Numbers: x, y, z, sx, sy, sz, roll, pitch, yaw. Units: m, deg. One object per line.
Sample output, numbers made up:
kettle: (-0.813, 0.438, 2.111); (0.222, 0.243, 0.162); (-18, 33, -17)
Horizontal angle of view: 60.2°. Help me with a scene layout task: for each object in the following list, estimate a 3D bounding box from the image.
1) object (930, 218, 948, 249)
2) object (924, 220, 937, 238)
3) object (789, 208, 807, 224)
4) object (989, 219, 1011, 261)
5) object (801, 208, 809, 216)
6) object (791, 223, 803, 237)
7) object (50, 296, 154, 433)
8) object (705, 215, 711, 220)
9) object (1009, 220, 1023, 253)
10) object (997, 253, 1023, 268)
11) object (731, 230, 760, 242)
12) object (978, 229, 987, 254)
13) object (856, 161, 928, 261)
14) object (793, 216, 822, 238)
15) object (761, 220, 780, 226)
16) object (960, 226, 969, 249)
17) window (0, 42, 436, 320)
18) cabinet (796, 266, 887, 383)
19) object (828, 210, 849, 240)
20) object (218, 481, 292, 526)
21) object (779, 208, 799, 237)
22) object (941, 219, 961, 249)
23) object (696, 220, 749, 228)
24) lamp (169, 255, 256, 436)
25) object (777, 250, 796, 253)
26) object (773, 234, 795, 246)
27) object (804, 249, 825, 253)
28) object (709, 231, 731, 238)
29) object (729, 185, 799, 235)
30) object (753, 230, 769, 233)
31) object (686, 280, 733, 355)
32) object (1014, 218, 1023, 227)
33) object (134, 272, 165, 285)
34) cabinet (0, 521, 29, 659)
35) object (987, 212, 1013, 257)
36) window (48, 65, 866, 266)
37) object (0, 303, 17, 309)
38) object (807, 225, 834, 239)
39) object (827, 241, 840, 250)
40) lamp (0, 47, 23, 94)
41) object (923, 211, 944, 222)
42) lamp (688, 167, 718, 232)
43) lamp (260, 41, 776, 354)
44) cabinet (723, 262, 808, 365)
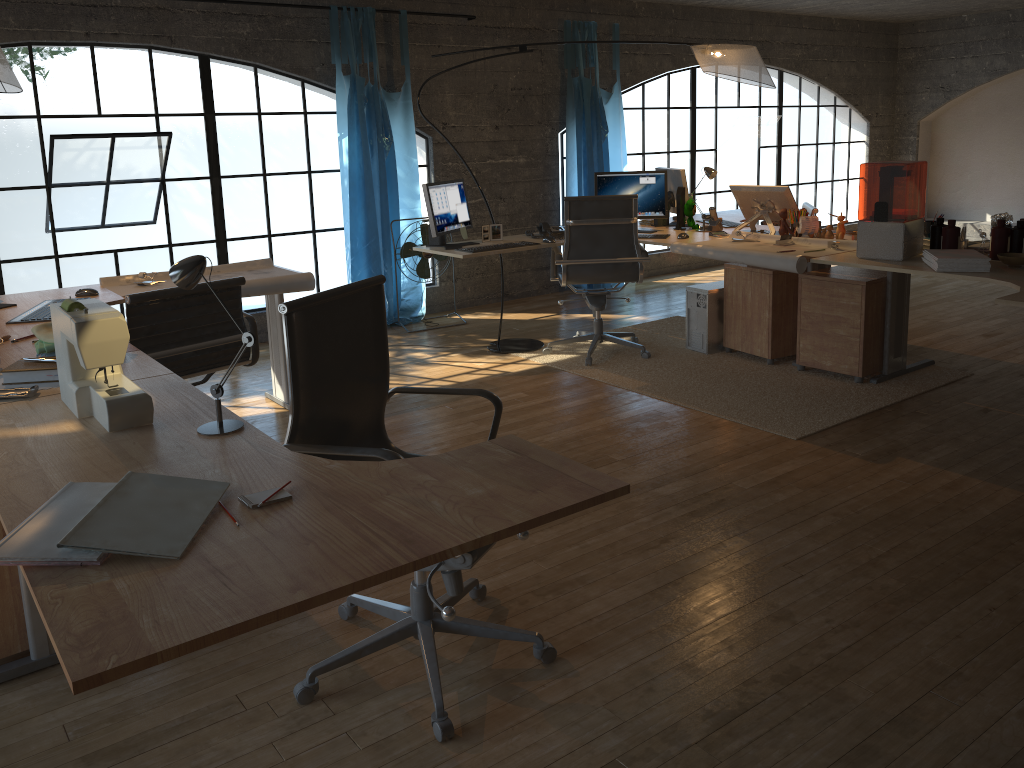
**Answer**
object: (2.072, -0.713, 4.279); (0.080, 0.183, 0.080); (-8, 13, -28)
object: (2.120, -0.784, 4.471); (0.077, 0.080, 0.078); (7, 16, 32)
object: (1.674, -0.948, 5.170); (0.101, 0.173, 0.106); (8, 16, 39)
object: (2.275, -0.672, 4.115); (0.080, 0.183, 0.081); (-6, 12, -18)
object: (1.772, -0.983, 5.295); (0.105, 0.141, 0.105); (5, 14, 27)
object: (1.675, -0.904, 5.183); (0.077, 0.080, 0.078); (-6, 14, -17)
object: (-1.028, -0.068, 2.197); (0.138, 0.279, 0.407); (-10, 16, -35)
object: (1.425, -1.207, 6.374); (0.101, 0.033, 0.060); (-2, 15, -1)
object: (2.333, -0.658, 4.056); (0.080, 0.183, 0.080); (-8, 13, -28)
object: (2.228, -0.543, 3.906); (0.147, 0.054, 0.149); (7, 18, 29)
object: (1.346, -0.850, 5.074); (0.159, 0.063, 0.055); (4, 14, 20)
object: (2.300, -0.697, 4.321); (0.037, 0.118, 0.076); (4, 14, 27)
object: (1.852, -0.851, 4.302); (0.224, 0.450, 0.273); (9, 16, 43)
object: (1.698, -0.897, 5.068); (0.154, 0.133, 0.101); (-2, 13, -1)
object: (1.870, -1.018, 6.142); (0.299, 0.237, 0.375); (-1, 14, 4)
object: (2.223, -0.709, 4.358); (0.135, 0.126, 0.039); (-13, 16, -40)
window: (-2.976, -0.754, 4.004); (3.187, 1.834, 7.091); (2, 16, 13)
cabinet: (1.891, -0.343, 4.958); (0.430, 0.561, 0.431); (-12, 16, -37)
object: (1.797, -0.865, 4.848); (0.094, 0.185, 0.086); (-4, 12, -12)
object: (-0.452, 0.215, 1.621); (0.143, 0.013, 0.129); (-12, 19, -32)
object: (1.601, -0.935, 5.141); (0.094, 0.174, 0.229); (-4, 14, -8)
object: (2.079, -0.685, 4.181); (0.080, 0.183, 0.081); (-6, 12, -18)
object: (1.441, -1.100, 6.036); (0.187, 0.011, 0.500); (-5, 16, -11)
lamp: (-0.674, -0.090, 2.012); (0.208, 0.401, 0.106); (8, 15, 39)
object: (1.431, -0.690, 4.597); (0.126, 0.009, 0.012); (-9, 16, -23)
object: (1.507, -0.801, 4.896); (0.131, 0.054, 0.049); (-13, 17, -35)
object: (1.575, -0.693, 4.594); (0.148, 0.007, 0.008); (-10, 16, -26)
object: (1.275, -0.910, 5.363); (0.109, 0.022, 0.141); (-6, 16, -15)
object: (1.547, -1.071, 5.405); (0.399, 0.294, 0.289); (12, 19, 43)
object: (1.535, -0.947, 5.462); (0.097, 0.024, 0.109); (-8, 17, -21)
object: (1.353, -0.436, 5.625); (0.484, 0.404, 0.203); (-10, 14, -31)
object: (2.392, -0.682, 4.134); (0.080, 0.183, 0.080); (-8, 13, -28)
object: (-1.739, -0.512, 4.237); (0.054, 0.063, 0.162); (3, 16, 20)
cabinet: (-1.439, 0.452, 2.541); (0.430, 0.561, 0.430); (-12, 16, -37)
object: (2.320, -0.706, 4.190); (0.099, 0.210, 0.095); (-11, 15, -37)
window: (-0.674, -1.530, 6.441); (3.935, 1.816, 12.437); (7, 18, 31)
object: (-2.234, -0.479, 3.592); (0.286, 0.383, 0.479); (-4, 14, -11)
object: (1.780, -0.891, 5.064); (0.074, 0.118, 0.220); (-6, 15, -16)
object: (1.701, -0.736, 4.667); (0.022, 0.041, 0.137); (-2, 15, 1)
lamp: (-4.867, -0.679, 4.464); (6.244, 1.899, 0.392); (3, 12, 18)
object: (2.140, -0.830, 4.467); (0.076, 0.100, 0.155); (-3, 14, -6)
lamp: (1.218, -1.183, 5.640); (0.106, 0.401, 0.210); (-7, 13, -24)
lamp: (-1.477, -1.197, 5.901); (6.236, 1.900, 0.393); (1, 11, 10)
cabinet: (1.599, -0.454, 5.382); (0.476, 0.561, 0.431); (-9, 14, -28)
